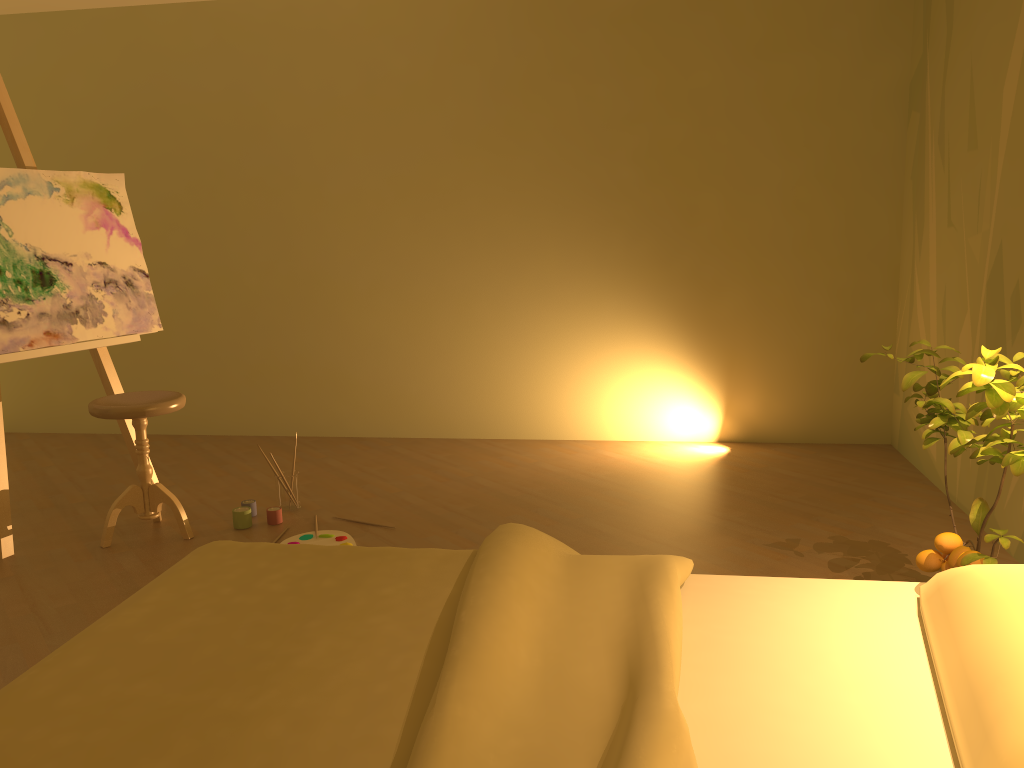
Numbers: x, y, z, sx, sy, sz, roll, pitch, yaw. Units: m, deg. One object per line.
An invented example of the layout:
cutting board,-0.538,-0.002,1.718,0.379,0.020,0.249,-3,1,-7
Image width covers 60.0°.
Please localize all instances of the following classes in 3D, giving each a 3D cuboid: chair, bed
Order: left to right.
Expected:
chair,-1.426,0.326,3.451,0.364,0.551,0.348,2,11,20
bed,0.253,0.454,1.516,2.378,0.894,1.286,0,10,9

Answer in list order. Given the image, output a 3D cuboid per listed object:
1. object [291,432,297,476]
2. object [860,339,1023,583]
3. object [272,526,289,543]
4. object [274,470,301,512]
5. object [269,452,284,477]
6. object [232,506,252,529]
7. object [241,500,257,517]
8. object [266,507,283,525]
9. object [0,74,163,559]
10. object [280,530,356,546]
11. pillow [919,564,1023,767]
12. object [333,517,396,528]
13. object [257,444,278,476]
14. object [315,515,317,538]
object,-0.939,0.367,3.807,0.010,0.319,0.069,6,12,35
object,1.091,0.289,2.180,0.372,0.944,0.828,-1,10,2
object,-0.904,0.598,3.391,0.010,0.010,0.325,-1,10,4
object,-0.954,0.456,3.777,0.106,0.157,0.106,-5,11,-19
object,-0.958,0.400,3.730,0.010,0.278,0.172,3,11,21
object,-1.084,0.538,3.565,0.073,0.073,0.073,1,10,13
object,-1.100,0.521,3.709,0.060,0.060,0.060,-2,10,-6
object,-0.965,0.536,3.604,0.060,0.060,0.060,-3,10,-9
object,-2.087,-0.295,3.530,1.132,1.896,0.972,-3,10,-8
object,-0.730,0.606,3.309,0.288,0.014,0.366,-5,11,-19
pillow,0.939,0.443,1.396,0.482,0.213,0.801,2,11,19
object,-0.602,0.557,3.578,0.325,0.010,0.010,4,11,29
object,-0.995,0.392,3.763,0.159,0.286,0.010,-1,10,4
object,-0.782,0.566,3.539,0.010,0.015,0.325,-4,10,-13
